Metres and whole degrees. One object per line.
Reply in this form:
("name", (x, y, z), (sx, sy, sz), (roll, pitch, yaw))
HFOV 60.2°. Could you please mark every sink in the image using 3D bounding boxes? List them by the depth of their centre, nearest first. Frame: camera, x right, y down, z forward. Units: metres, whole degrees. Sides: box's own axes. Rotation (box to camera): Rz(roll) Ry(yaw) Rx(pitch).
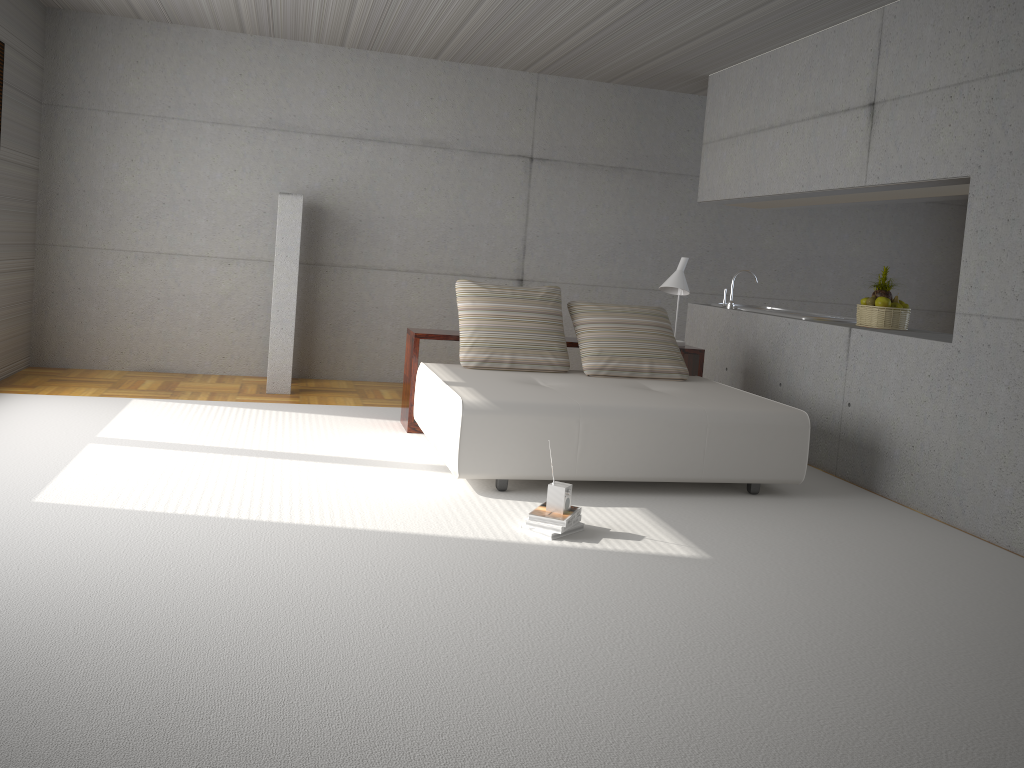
("sink", (2.311, -0.682, 7.553), (0.765, 0.536, 1.717), (3, 8, -15))

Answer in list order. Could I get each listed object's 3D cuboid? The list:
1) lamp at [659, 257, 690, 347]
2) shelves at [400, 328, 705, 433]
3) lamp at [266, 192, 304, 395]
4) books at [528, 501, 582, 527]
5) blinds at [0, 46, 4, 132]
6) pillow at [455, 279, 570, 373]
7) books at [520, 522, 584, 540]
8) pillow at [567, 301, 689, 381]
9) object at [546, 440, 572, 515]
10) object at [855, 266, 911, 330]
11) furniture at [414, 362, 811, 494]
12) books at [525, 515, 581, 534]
("lamp", (1.302, -0.652, 6.962), (0.323, 0.696, 0.246), (2, 5, -33))
("shelves", (0.322, 0.011, 6.735), (2.248, 0.712, 0.403), (3, 5, -14))
("lamp", (-2.000, -0.813, 7.789), (0.200, 1.683, 0.803), (4, 4, -15))
("books", (0.209, 0.627, 4.275), (0.189, 0.032, 0.266), (7, 8, 19))
("blinds", (-3.597, -1.315, 5.216), (0.012, 2.033, 3.561), (4, 7, -15))
("pillow", (0.008, -0.411, 6.307), (0.800, 0.606, 0.494), (3, 6, -15))
("books", (0.198, 0.691, 4.276), (0.190, 0.032, 0.265), (11, 10, 39))
("pillow", (0.844, -0.317, 6.473), (0.806, 0.514, 0.582), (3, 6, -14))
("object", (0.216, 0.436, 4.218), (0.090, 0.364, 0.186), (6, 5, 26))
("object", (2.631, -0.617, 6.263), (0.368, 0.439, 0.336), (2, 6, -29))
("furniture", (0.542, 0.262, 5.777), (2.166, 0.519, 1.626), (3, 8, -14))
("books", (0.200, 0.659, 4.274), (0.190, 0.032, 0.266), (8, 9, 24))
